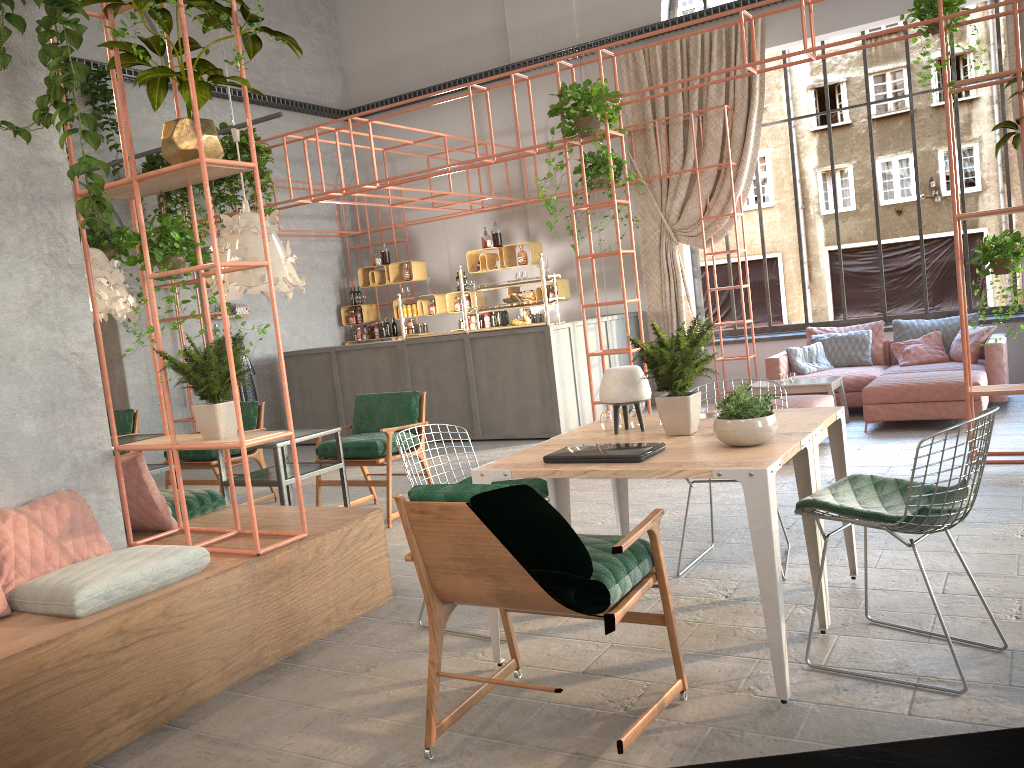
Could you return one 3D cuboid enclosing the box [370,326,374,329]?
[{"bbox_3d":[-2.105,-0.809,13.198,0.122,0.093,0.058,-4,6,31],"label":"box"}]

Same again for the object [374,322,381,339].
[{"bbox_3d":[-1.963,-0.792,12.994,0.094,0.248,0.072,-4,6,31],"label":"object"}]

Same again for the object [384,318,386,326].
[{"bbox_3d":[-1.841,-0.828,13.014,0.074,0.287,0.072,-9,5,-27],"label":"object"}]

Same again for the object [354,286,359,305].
[{"bbox_3d":[-2.334,-1.320,13.226,0.066,0.291,0.066,-3,6,38],"label":"object"}]

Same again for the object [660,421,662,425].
[{"bbox_3d":[0.738,0.130,4.205,0.095,0.119,0.095,-10,6,-34],"label":"object"}]

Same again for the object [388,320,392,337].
[{"bbox_3d":[-1.855,-0.820,13.177,0.094,0.248,0.072,-4,6,31],"label":"object"}]

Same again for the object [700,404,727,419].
[{"bbox_3d":[0.948,0.135,4.331,0.218,0.041,0.218,-3,6,39],"label":"object"}]

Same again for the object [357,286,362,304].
[{"bbox_3d":[-2.291,-1.331,13.294,0.066,0.291,0.066,-8,5,-19],"label":"object"}]

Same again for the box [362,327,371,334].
[{"bbox_3d":[-2.149,-0.799,13.135,0.122,0.093,0.058,-2,7,42],"label":"box"}]

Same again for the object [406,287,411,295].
[{"bbox_3d":[-1.474,-1.302,12.643,0.083,0.159,0.083,-2,6,40],"label":"object"}]

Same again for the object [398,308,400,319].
[{"bbox_3d":[-1.599,-1.026,12.723,0.069,0.191,0.069,-8,5,-17],"label":"object"}]

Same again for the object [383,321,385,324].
[{"bbox_3d":[-1.893,-0.811,13.119,0.094,0.248,0.072,-4,6,31],"label":"object"}]

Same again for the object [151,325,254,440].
[{"bbox_3d":[-1.403,0.000,4.160,0.368,0.527,0.438,-4,6,31],"label":"object"}]

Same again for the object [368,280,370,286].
[{"bbox_3d":[-2.067,-1.509,13.068,0.097,0.148,0.097,-6,5,5],"label":"object"}]

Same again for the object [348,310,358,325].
[{"bbox_3d":[-2.367,-0.989,13.219,0.131,0.207,0.131,-8,5,-14],"label":"object"}]

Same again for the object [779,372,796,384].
[{"bbox_3d":[2.651,-0.029,8.607,0.199,0.145,0.156,-11,7,-44],"label":"object"}]

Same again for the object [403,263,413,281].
[{"bbox_3d":[-1.503,-1.599,12.709,0.137,0.261,0.137,-9,5,-23],"label":"object"}]

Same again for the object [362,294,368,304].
[{"bbox_3d":[-2.199,-1.264,13.235,0.115,0.147,0.115,-8,5,-14],"label":"object"}]

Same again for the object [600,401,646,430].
[{"bbox_3d":[0.536,0.133,4.285,0.210,0.154,0.165,-5,5,21],"label":"object"}]

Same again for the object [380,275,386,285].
[{"bbox_3d":[-1.852,-1.512,12.857,0.141,0.142,0.123,-4,6,31],"label":"object"}]

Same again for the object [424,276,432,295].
[{"bbox_3d":[-1.193,-1.388,12.609,0.075,0.273,0.075,-7,5,-3],"label":"object"}]

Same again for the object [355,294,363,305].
[{"bbox_3d":[-2.266,-1.246,13.123,0.115,0.147,0.115,-8,5,-14],"label":"object"}]

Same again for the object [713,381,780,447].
[{"bbox_3d":[0.907,0.114,3.463,0.254,0.247,0.248,-4,6,31],"label":"object"}]

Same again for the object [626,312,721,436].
[{"bbox_3d":[0.724,-0.043,3.861,0.368,0.527,0.438,-4,6,31],"label":"object"}]

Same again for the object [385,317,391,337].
[{"bbox_3d":[-1.808,-0.824,12.898,0.066,0.291,0.066,-5,5,15],"label":"object"}]

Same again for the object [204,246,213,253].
[{"bbox_3d":[-3.819,-1.675,11.224,0.133,0.145,0.133,-7,5,-7],"label":"object"}]

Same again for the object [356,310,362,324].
[{"bbox_3d":[-2.302,-1.007,13.349,0.131,0.207,0.131,-8,5,-14],"label":"object"}]

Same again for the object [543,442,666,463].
[{"bbox_3d":[0.370,0.276,3.555,0.427,0.031,0.268,-4,6,31],"label":"object"}]

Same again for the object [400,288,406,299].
[{"bbox_3d":[-1.552,-1.297,12.690,0.083,0.159,0.083,-2,6,40],"label":"object"}]

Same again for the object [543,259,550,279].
[{"bbox_3d":[0.448,-1.491,11.617,0.075,0.273,0.075,-5,5,20],"label":"object"}]

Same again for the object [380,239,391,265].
[{"bbox_3d":[-1.850,-1.924,12.915,0.134,0.386,0.134,-9,5,-25],"label":"object"}]

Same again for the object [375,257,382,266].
[{"bbox_3d":[-1.934,-1.774,12.820,0.088,0.123,0.088,-7,5,-3],"label":"object"}]

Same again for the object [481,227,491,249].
[{"bbox_3d":[-0.350,-1.980,12.056,0.134,0.301,0.134,-5,5,20],"label":"object"}]

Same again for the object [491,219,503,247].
[{"bbox_3d":[-0.210,-2.027,11.923,0.134,0.386,0.134,-5,5,20],"label":"object"}]

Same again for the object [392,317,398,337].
[{"bbox_3d":[-1.728,-0.844,13.049,0.074,0.287,0.072,-9,5,-27],"label":"object"}]

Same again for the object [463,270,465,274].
[{"bbox_3d":[-0.651,-1.433,12.302,0.066,0.291,0.066,-8,5,-19],"label":"object"}]

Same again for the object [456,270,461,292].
[{"bbox_3d":[-0.732,-1.412,12.167,0.066,0.291,0.066,-6,5,1],"label":"object"}]

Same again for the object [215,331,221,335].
[{"bbox_3d":[-3.768,-0.672,11.320,0.049,0.121,0.093,-3,6,33],"label":"object"}]

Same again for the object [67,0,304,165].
[{"bbox_3d":[-1.447,-1.471,4.080,0.934,0.947,0.903,-7,5,-7],"label":"object"}]

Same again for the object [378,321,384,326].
[{"bbox_3d":[-1.924,-0.802,13.055,0.094,0.248,0.072,-4,6,31],"label":"object"}]

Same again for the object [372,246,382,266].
[{"bbox_3d":[-1.991,-1.877,13.048,0.134,0.301,0.134,-5,5,20],"label":"object"}]

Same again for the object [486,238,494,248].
[{"bbox_3d":[-0.293,-1.877,11.828,0.088,0.123,0.088,-7,5,-3],"label":"object"}]

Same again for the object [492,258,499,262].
[{"bbox_3d":[-0.212,-1.614,11.865,0.141,0.142,0.123,-4,6,31],"label":"object"}]

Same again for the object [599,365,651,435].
[{"bbox_3d":[0.529,0.076,4.123,0.241,0.313,0.241,-8,5,-14],"label":"object"}]

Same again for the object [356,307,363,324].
[{"bbox_3d":[-2.242,-1.021,13.125,0.094,0.248,0.072,-4,6,31],"label":"object"}]

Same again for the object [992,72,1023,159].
[{"bbox_3d":[3.740,-1.716,5.958,0.923,0.946,0.924,-7,5,-3],"label":"object"}]

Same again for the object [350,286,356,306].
[{"bbox_3d":[-2.373,-1.310,13.159,0.066,0.291,0.066,-6,5,1],"label":"object"}]

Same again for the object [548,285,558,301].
[{"bbox_3d":[0.543,-1.172,11.476,0.131,0.207,0.131,-8,5,-14],"label":"object"}]

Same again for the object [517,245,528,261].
[{"bbox_3d":[0.137,-1.701,11.717,0.137,0.261,0.137,-9,5,-23],"label":"object"}]

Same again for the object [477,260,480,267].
[{"bbox_3d":[-0.426,-1.611,12.076,0.097,0.148,0.097,-4,5,27],"label":"object"}]

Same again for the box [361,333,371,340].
[{"bbox_3d":[-2.156,-0.701,13.108,0.122,0.093,0.058,-4,6,31],"label":"box"}]
